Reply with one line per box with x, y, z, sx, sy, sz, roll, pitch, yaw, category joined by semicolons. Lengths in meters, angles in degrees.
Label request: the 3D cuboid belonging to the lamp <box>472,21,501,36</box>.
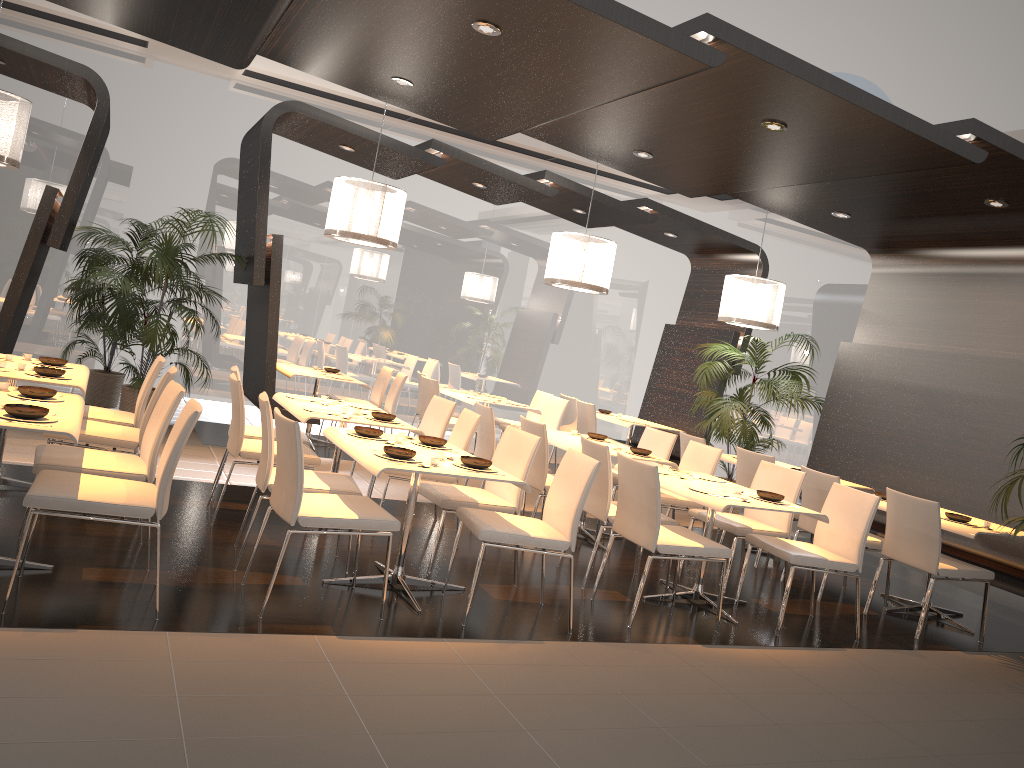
-0.134;-1.924;4.748;0.160;0.050;0.162;9;2;-19;lamp

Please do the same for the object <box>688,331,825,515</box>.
2.547;0.372;9.479;1.500;2.064;1.564;10;0;-12;object

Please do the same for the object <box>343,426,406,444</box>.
-0.765;0.280;4.929;0.302;0.044;0.367;9;3;-26;object

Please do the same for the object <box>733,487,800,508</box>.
1.520;0.675;5.350;0.302;0.044;0.367;9;3;-26;object

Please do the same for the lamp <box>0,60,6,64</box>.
-4.483;-2.827;7.673;0.160;0.056;0.162;9;3;-30;lamp

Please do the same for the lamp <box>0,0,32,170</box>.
-3.720;-2.573;6.379;0.630;1.934;0.622;9;-2;37;lamp

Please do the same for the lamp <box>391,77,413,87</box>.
-0.758;-2.104;6.121;0.159;0.050;0.161;9;3;-30;lamp

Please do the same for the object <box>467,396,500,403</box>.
-0.297;0.153;9.372;0.333;0.038;0.379;9;3;-31;object

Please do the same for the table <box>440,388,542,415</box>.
-0.332;0.515;9.751;0.796;0.727;1.153;10;1;-25;table

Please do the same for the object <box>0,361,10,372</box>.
-2.961;-0.114;4.891;0.333;0.038;0.379;9;3;-31;object

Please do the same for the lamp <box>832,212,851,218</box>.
2.916;-1.510;7.828;0.160;0.050;0.162;9;2;-19;lamp

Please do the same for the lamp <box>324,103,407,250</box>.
-1.123;-2.160;7.585;0.627;1.934;0.625;10;-1;3;lamp

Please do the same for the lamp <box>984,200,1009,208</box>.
3.539;-1.330;6.454;0.160;0.050;0.162;9;2;-19;lamp

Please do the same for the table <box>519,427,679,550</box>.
0.699;0.840;6.930;1.047;0.727;1.153;10;2;-25;table

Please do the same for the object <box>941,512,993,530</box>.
3.087;0.927;6.034;0.302;0.044;0.367;9;3;-26;object

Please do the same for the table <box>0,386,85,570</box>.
-2.376;0.430;3.859;0.796;0.727;1.153;10;1;-25;table

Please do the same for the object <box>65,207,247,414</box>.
-3.300;-0.628;8.199;1.551;2.064;1.513;10;0;-31;object

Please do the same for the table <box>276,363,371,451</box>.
-2.024;0.245;8.977;0.796;0.727;1.153;10;1;-25;table

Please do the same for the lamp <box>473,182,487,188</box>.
-0.348;-2.169;9.593;0.160;0.056;0.162;9;3;-30;lamp

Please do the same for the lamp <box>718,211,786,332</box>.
2.652;-1.559;9.337;0.628;1.934;0.624;10;-1;7;lamp

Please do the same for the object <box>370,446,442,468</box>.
-0.520;0.353;4.360;0.302;0.044;0.367;9;3;-26;object

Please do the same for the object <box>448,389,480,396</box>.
-0.522;0.084;9.938;0.333;0.038;0.379;9;3;-31;object

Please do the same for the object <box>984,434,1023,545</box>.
3.646;0.783;5.138;1.568;2.064;1.497;10;0;21;object

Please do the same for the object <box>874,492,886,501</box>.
2.826;0.853;6.582;0.302;0.044;0.367;9;3;-26;object

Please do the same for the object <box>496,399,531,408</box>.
-0.002;0.196;9.589;0.332;0.038;0.379;8;3;-36;object

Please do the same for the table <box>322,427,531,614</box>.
-0.552;0.721;4.701;0.796;0.727;1.153;10;1;-25;table

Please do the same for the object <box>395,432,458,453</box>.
-0.492;0.324;5.050;0.302;0.044;0.367;9;3;-26;object

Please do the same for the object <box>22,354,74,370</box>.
-2.928;-0.144;5.579;0.302;0.044;0.367;9;3;-26;object

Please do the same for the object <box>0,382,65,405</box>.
-2.293;0.038;4.209;0.302;0.044;0.367;9;3;-26;object

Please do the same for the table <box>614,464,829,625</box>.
1.211;1.001;5.520;0.796;0.727;1.153;10;1;-25;table

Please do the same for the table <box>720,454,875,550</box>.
2.377;1.108;7.693;0.796;0.727;1.153;10;1;-25;table

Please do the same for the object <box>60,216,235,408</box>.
-3.944;-0.789;9.093;1.569;2.064;1.495;10;0;27;object

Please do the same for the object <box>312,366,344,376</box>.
-1.935;-0.146;9.321;0.302;0.044;0.367;9;3;-26;object

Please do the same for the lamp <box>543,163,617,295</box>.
0.779;-1.857;8.468;0.627;1.934;0.625;10;-1;3;lamp

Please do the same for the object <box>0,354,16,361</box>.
-3.218;-0.190;5.439;0.302;0.044;0.367;9;3;-26;object

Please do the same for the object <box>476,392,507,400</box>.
-0.243;0.124;10.155;0.332;0.038;0.379;8;3;-36;object

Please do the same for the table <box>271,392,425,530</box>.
-1.201;0.537;6.043;0.796;0.727;1.153;10;1;-25;table

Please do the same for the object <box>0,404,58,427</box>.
-2.038;0.111;3.652;0.302;0.044;0.367;9;3;-26;object

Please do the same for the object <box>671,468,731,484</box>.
1.243;0.601;5.901;0.332;0.038;0.379;8;3;-36;object

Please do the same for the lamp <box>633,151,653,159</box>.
1.032;-1.819;6.953;0.160;0.050;0.162;9;2;-19;lamp

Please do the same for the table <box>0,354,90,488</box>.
-3.005;0.249;5.226;0.796;0.727;1.153;10;1;-25;table

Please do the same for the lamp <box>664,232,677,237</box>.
1.913;-1.809;10.642;0.160;0.056;0.162;9;3;-30;lamp

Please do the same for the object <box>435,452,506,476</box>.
-0.223;0.399;4.522;0.302;0.044;0.367;9;3;-26;object

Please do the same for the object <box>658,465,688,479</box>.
0.972;0.559;5.755;0.333;0.038;0.379;9;3;-31;object

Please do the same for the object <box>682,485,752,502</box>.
1.225;0.632;5.197;0.333;0.038;0.379;9;3;-31;object

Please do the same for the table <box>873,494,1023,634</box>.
3.024;1.291;6.351;0.796;0.727;1.153;10;1;-25;table

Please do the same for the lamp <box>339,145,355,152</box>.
-1.673;-2.407;8.976;0.159;0.055;0.161;10;2;-19;lamp

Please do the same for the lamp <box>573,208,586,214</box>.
0.774;-1.990;10.113;0.160;0.056;0.162;9;3;-30;lamp

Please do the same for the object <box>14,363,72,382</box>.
-2.673;-0.072;5.046;0.302;0.044;0.367;9;3;-26;object

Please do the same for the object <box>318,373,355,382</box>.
-1.753;-0.083;8.774;0.332;0.038;0.379;8;3;-36;object

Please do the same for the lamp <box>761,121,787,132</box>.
1.656;-1.639;5.579;0.160;0.050;0.162;9;2;-19;lamp

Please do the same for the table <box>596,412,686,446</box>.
1.369;0.786;10.533;0.796;0.727;1.153;10;1;-25;table
